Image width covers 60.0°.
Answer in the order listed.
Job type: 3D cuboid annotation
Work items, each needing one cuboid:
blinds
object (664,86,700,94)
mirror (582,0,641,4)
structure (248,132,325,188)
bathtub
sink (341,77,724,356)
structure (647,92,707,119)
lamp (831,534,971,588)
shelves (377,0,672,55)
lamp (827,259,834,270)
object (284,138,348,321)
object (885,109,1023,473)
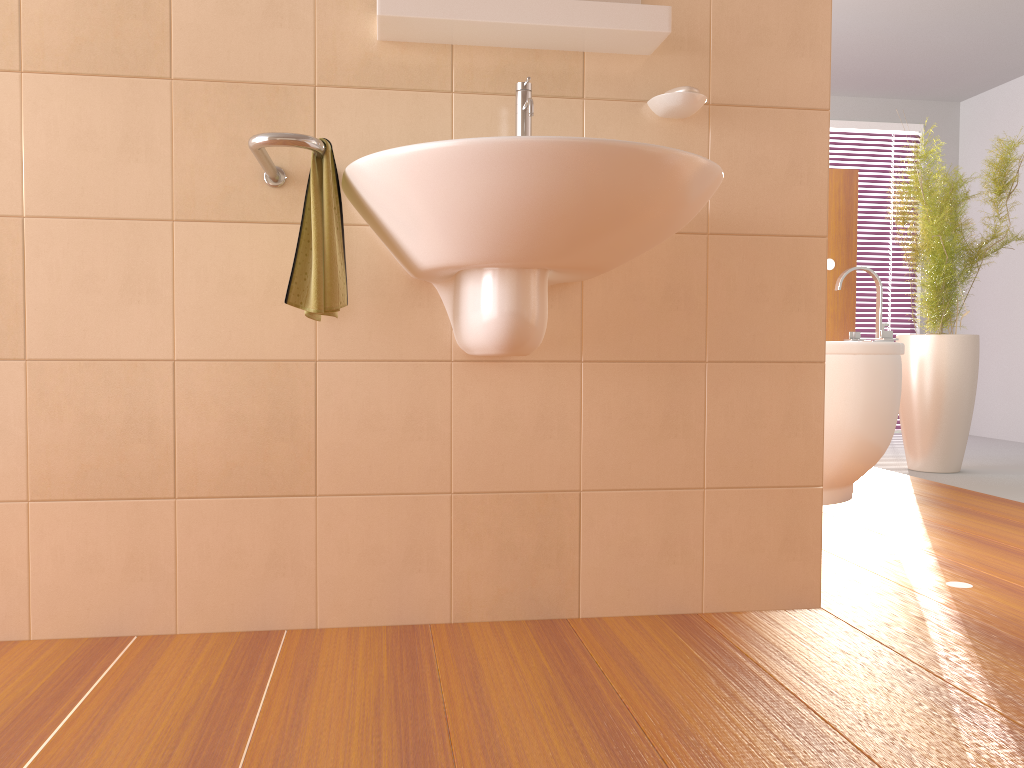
[{"bbox_3d":[0.456,-0.695,5.766,4.712,2.022,0.032,0,2,-8],"label":"blinds"},{"bbox_3d":[0.341,-0.583,1.788,0.050,0.023,0.075,-2,3,-44],"label":"object"},{"bbox_3d":[0.014,-1.130,1.747,0.502,0.799,0.008,0,2,-8],"label":"mirror"},{"bbox_3d":[-0.386,-0.395,1.565,0.142,0.042,0.333,0,2,-8],"label":"structure"},{"bbox_3d":[0.636,-0.023,3.464,1.874,0.900,0.888,0,2,-8],"label":"bathtub"},{"bbox_3d":[0.046,-0.306,1.531,0.683,0.516,0.539,0,2,-8],"label":"sink"},{"bbox_3d":[0.339,-0.561,1.787,0.117,0.029,0.092,0,2,-8],"label":"structure"},{"bbox_3d":[-0.396,0.502,1.363,3.173,0.001,2.893,0,2,-8],"label":"lamp"},{"bbox_3d":[0.019,-0.695,1.713,0.554,0.050,0.138,0,2,-8],"label":"shelves"},{"bbox_3d":[1.026,-0.594,4.325,1.169,0.052,0.001,0,2,-8],"label":"lamp"},{"bbox_3d":[-0.329,-0.266,1.573,0.085,0.306,0.181,1,2,8],"label":"object"},{"bbox_3d":[2.090,-0.369,4.119,0.683,1.557,1.335,1,2,24],"label":"object"}]
